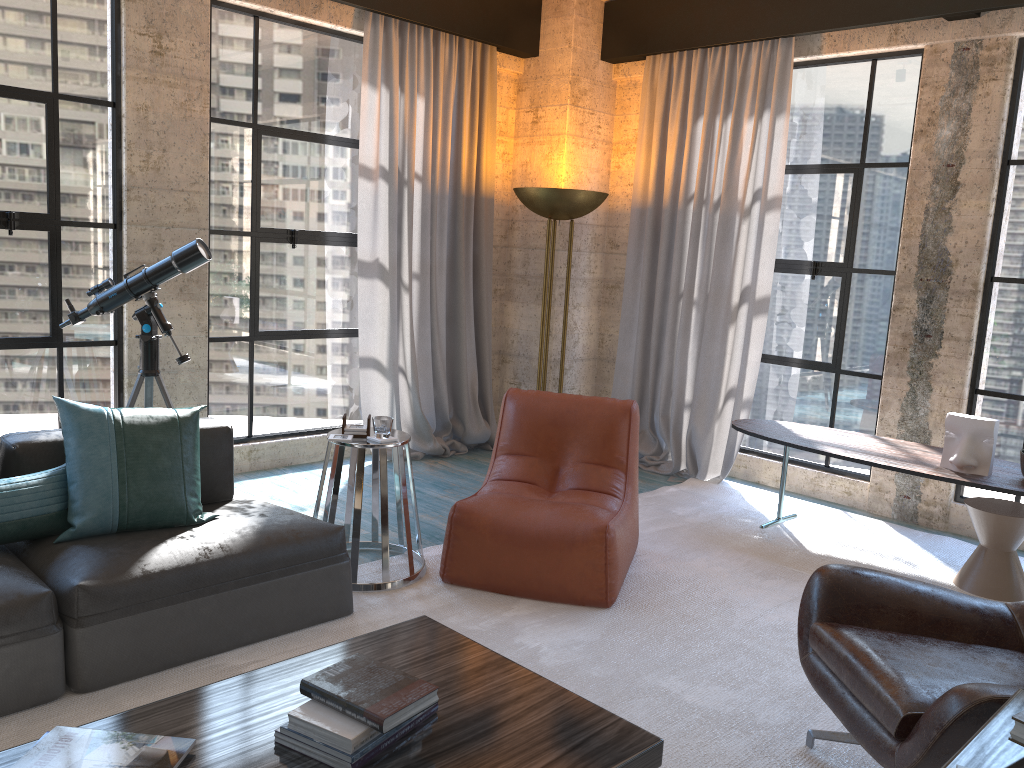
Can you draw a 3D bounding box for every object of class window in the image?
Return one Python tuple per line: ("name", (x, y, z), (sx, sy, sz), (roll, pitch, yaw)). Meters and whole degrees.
("window", (1.657, -0.782, 5.822), (0.081, 2.530, 1.780), (-5, 12, -45))
("window", (-1.131, -0.930, 5.689), (1.780, 2.530, 0.081), (-5, 12, -45))
("window", (3.237, -0.445, 4.264), (0.081, 2.530, 1.780), (-5, 12, -45))
("window", (-2.719, -0.781, 4.111), (1.780, 2.530, 0.081), (-5, 12, -45))

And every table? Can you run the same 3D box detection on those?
("table", (-0.637, 0.520, 3.890), (0.549, 0.603, 0.549), (7, 10, 24))
("table", (1.091, 1.030, 1.424), (0.800, 0.570, 0.800), (-5, 12, -45))
("table", (1.997, 0.620, 4.506), (2.004, 0.530, 0.715), (12, 12, 42))
("table", (-0.493, 0.980, 1.919), (1.500, 0.309, 0.900), (-5, 12, -45))
("table", (2.257, 0.762, 4.120), (0.331, 0.394, 0.331), (3, 9, -6))

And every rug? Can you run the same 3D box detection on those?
("rug", (-0.377, 1.094, 2.223), (7.768, 0.032, 2.954), (-5, 12, -45))

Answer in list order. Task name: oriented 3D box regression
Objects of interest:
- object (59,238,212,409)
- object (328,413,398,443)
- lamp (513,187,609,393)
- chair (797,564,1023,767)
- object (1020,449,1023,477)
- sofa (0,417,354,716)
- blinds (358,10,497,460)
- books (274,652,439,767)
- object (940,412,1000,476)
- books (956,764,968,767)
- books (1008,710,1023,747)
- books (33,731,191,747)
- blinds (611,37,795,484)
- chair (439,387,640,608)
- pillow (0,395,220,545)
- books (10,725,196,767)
("object", (-1.822, -0.012, 4.280), (0.595, 1.406, 0.617), (-5, 12, -43))
("object", (-0.628, 0.182, 3.790), (0.287, 0.096, 0.206), (3, 9, -5))
("lamp", (0.260, -0.342, 5.856), (0.619, 1.822, 0.619), (-5, 12, -45))
("chair", (1.376, 0.705, 2.381), (0.975, 0.940, 0.820), (3, 9, -5))
("object", (2.467, 0.389, 4.017), (0.307, 0.129, 0.307), (3, 9, -6))
("sofa", (-1.666, 0.549, 3.030), (2.063, 0.680, 1.019), (-5, 12, -45))
("blinds", (-0.482, -0.979, 5.877), (1.131, 2.985, 0.384), (-5, 12, -45))
("books", (-0.333, 0.751, 2.063), (0.279, 0.116, 0.322), (8, 10, 29))
("object", (2.119, 0.283, 4.140), (0.154, 0.259, 0.214), (-5, 12, -45))
("books", (0.812, 0.698, 1.344), (0.252, 0.011, 0.318), (8, 10, 26))
("books", (1.108, 0.671, 1.629), (0.320, 0.075, 0.278), (-4, 12, -40))
("books", (-0.872, 0.804, 1.848), (0.318, 0.011, 0.252), (3, 9, -1))
("blinds", (1.133, -0.867, 5.833), (0.404, 2.986, 1.187), (-5, 12, -44))
("chair", (0.178, 0.469, 4.079), (0.801, 0.759, 0.920), (6, 9, 14))
("pillow", (-1.545, 0.292, 3.071), (1.042, 0.466, 0.349), (-3, 11, -35))
("books", (-0.865, 0.795, 1.841), (0.318, 0.011, 0.252), (4, 9, 4))
